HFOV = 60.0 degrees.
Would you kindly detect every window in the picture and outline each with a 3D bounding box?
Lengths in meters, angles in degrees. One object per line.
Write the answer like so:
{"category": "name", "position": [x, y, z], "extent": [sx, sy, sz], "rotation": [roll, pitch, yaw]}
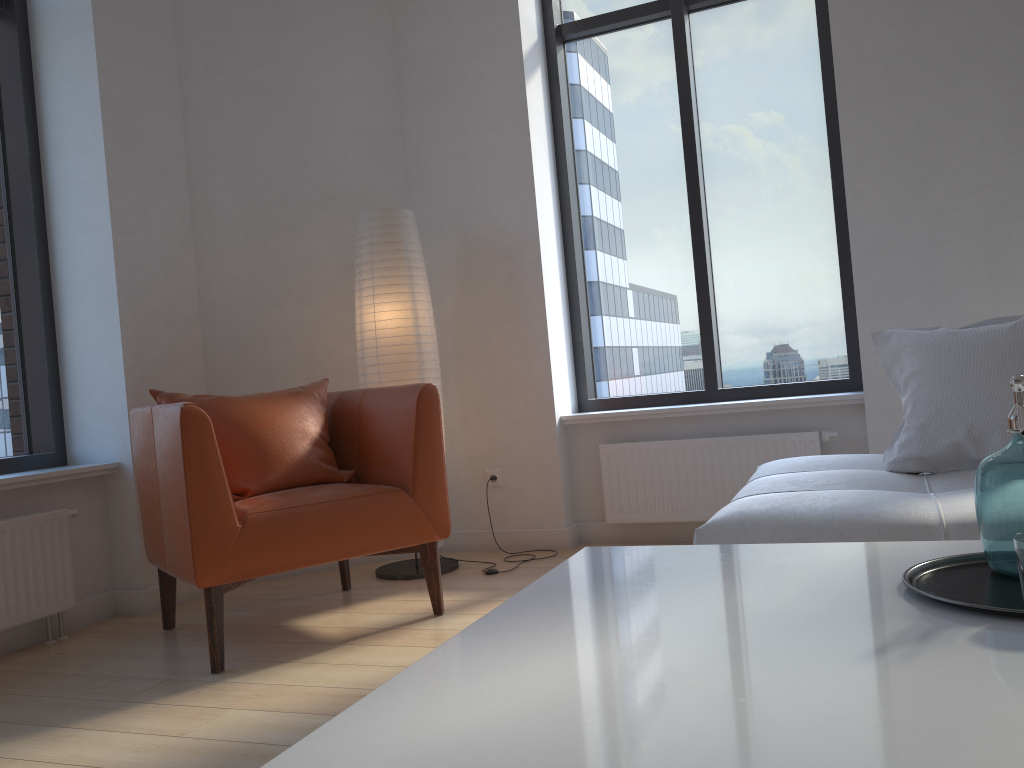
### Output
{"category": "window", "position": [-2.342, -0.829, 2.708], "extent": [0.170, 2.402, 1.960], "rotation": [-5, 0, 22]}
{"category": "window", "position": [0.848, -1.112, 4.166], "extent": [1.310, 2.402, 0.170], "rotation": [-5, 0, 22]}

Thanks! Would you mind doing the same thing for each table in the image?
{"category": "table", "position": [0.456, 0.490, 0.945], "extent": [1.091, 0.435, 1.091], "rotation": [-5, 0, 22]}

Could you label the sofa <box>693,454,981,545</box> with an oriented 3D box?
{"category": "sofa", "position": [1.413, 0.267, 1.051], "extent": [2.614, 0.732, 3.424], "rotation": [-5, 0, 22]}

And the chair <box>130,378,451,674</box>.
{"category": "chair", "position": [-0.807, 0.408, 3.117], "extent": [0.896, 0.858, 0.843], "rotation": [-5, 0, -36]}

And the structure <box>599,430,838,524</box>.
{"category": "structure", "position": [0.895, 0.459, 3.844], "extent": [1.015, 0.460, 0.110], "rotation": [-5, 0, 22]}

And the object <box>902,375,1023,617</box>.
{"category": "object", "position": [0.654, 0.122, 1.105], "extent": [0.330, 0.265, 0.330], "rotation": [-5, 0, -44]}

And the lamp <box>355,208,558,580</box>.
{"category": "lamp", "position": [-0.247, 0.015, 3.841], "extent": [0.804, 1.550, 0.502], "rotation": [-5, 0, -18]}

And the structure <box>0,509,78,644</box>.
{"category": "structure", "position": [-1.884, 0.706, 2.609], "extent": [0.110, 0.460, 1.474], "rotation": [-5, 0, 22]}

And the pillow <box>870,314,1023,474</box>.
{"category": "pillow", "position": [1.717, -0.031, 1.800], "extent": [0.580, 0.456, 2.156], "rotation": [-5, 0, -42]}
